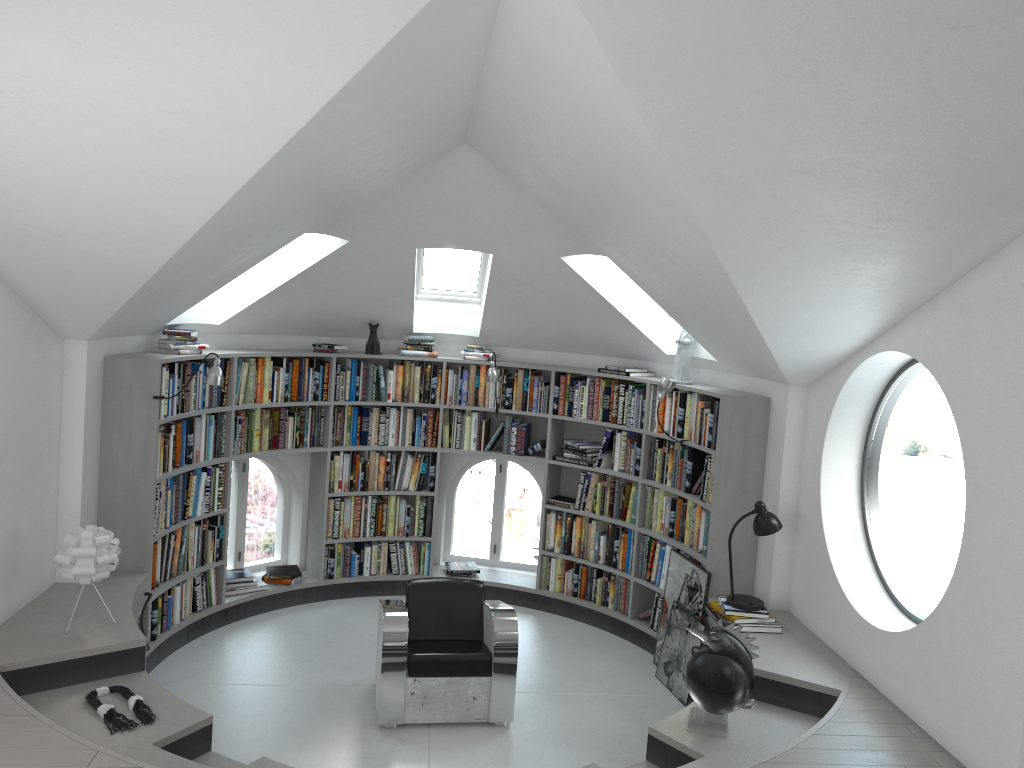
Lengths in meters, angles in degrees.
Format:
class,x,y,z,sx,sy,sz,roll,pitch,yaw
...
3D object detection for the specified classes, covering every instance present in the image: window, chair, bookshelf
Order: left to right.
class,x,y,z,sx,sy,sz,roll,pitch,yaw
window,-1.187,1.093,7.680,3.229,1.149,0.618,2,4,-20
bookshelf,-0.567,0.791,6.856,4.332,1.877,2.113,4,5,-6
chair,-0.435,1.679,5.647,0.823,0.718,0.743,3,5,-11
window,-0.442,-0.970,6.745,4.054,0.712,1.937,4,5,-6
window,2.283,0.565,4.758,0.104,1.467,1.474,4,5,-6

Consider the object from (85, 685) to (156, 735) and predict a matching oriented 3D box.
class,x,y,z,sx,sy,sz,roll,pitch,yaw
object,-1.857,1.529,4.194,0.218,0.082,0.474,-1,7,-43

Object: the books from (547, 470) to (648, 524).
class,x,y,z,sx,sy,sz,roll,pitch,yaw
books,0.759,0.890,7.245,0.975,0.351,0.252,8,6,37

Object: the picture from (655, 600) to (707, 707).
class,x,y,z,sx,sy,sz,roll,pitch,yaw
picture,1.149,1.834,6.061,0.107,0.554,0.490,3,5,-15

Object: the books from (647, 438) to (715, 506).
class,x,y,z,sx,sy,sz,roll,pitch,yaw
books,1.342,0.620,6.479,0.279,0.357,1.055,3,5,-20

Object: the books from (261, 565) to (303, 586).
class,x,y,z,sx,sy,sz,roll,pitch,yaw
books,-1.867,1.561,7.232,0.318,0.099,0.292,4,5,-4

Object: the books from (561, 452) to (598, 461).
class,x,y,z,sx,sy,sz,roll,pitch,yaw
books,0.602,0.597,7.440,0.286,0.031,0.269,7,6,29

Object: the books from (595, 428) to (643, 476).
class,x,y,z,sx,sy,sz,roll,pitch,yaw
books,0.958,0.533,7.123,0.554,0.350,0.256,8,6,41

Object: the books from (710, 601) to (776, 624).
class,x,y,z,sx,sy,sz,roll,pitch,yaw
books,1.436,1.423,5.529,0.286,0.034,0.305,3,6,-16

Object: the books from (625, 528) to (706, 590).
class,x,y,z,sx,sy,sz,roll,pitch,yaw
books,1.257,1.374,6.582,0.303,0.358,1.187,2,6,-25

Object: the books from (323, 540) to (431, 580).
class,x,y,z,sx,sy,sz,roll,pitch,yaw
books,-1.173,1.472,7.615,1.018,0.306,0.288,2,5,-21

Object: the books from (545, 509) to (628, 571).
class,x,y,z,sx,sy,sz,roll,pitch,yaw
books,0.671,1.260,7.329,0.873,0.350,0.272,8,6,36

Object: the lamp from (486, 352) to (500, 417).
class,x,y,z,sx,sy,sz,roll,pitch,yaw
lamp,-0.157,0.007,7.359,0.113,0.565,0.358,4,4,1

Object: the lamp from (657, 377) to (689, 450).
class,x,y,z,sx,sy,sz,roll,pitch,yaw
lamp,1.172,0.215,6.364,0.275,0.524,0.112,3,4,-15

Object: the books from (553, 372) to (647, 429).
class,x,y,z,sx,sy,sz,roll,pitch,yaw
books,0.769,0.118,7.247,0.971,0.367,0.306,8,6,38

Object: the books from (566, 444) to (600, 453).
class,x,y,z,sx,sy,sz,roll,pitch,yaw
books,0.606,0.535,7.436,0.227,0.036,0.213,9,7,44

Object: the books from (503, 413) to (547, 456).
class,x,y,z,sx,sy,sz,roll,pitch,yaw
books,0.148,0.437,7.578,0.399,0.340,0.224,5,4,14

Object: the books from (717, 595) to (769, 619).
class,x,y,z,sx,sy,sz,roll,pitch,yaw
books,1.439,1.390,5.527,0.269,0.031,0.286,4,5,4

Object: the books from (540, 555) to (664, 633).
class,x,y,z,sx,sy,sz,roll,pitch,yaw
books,0.831,1.657,7.136,0.359,0.310,1.500,0,7,-43

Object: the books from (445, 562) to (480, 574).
class,x,y,z,sx,sy,sz,roll,pitch,yaw
books,-0.437,1.613,7.782,0.268,0.029,0.253,3,6,-15

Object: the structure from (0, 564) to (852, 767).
class,x,y,z,sx,sy,sz,roll,pitch,yaw
structure,-0.494,1.690,5.535,4.718,0.692,4.710,8,7,39

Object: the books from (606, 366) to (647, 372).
class,x,y,z,sx,sy,sz,roll,pitch,yaw
books,0.929,-0.122,7.193,0.233,0.027,0.248,1,6,-33

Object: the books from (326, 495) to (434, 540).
class,x,y,z,sx,sy,sz,roll,pitch,yaw
books,-1.133,1.111,7.602,1.031,0.357,0.293,2,5,-21

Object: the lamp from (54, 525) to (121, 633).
class,x,y,z,sx,sy,sz,roll,pitch,yaw
lamp,-2.270,1.028,4.741,0.305,0.524,0.306,3,4,-17

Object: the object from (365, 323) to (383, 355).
class,x,y,z,sx,sy,sz,roll,pitch,yaw
object,-1.153,-0.381,7.451,0.147,0.264,0.202,3,4,-9

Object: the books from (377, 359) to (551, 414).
class,x,y,z,sx,sy,sz,roll,pitch,yaw
books,-0.401,0.002,7.605,1.565,0.366,0.394,4,5,0

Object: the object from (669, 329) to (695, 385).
class,x,y,z,sx,sy,sz,roll,pitch,yaw
object,1.285,-0.237,6.650,0.179,0.472,0.179,4,4,3

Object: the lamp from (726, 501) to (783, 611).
class,x,y,z,sx,sy,sz,roll,pitch,yaw
lamp,1.499,1.051,5.503,0.323,0.659,0.234,5,4,10

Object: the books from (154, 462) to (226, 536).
class,x,y,z,sx,sy,sz,roll,pitch,yaw
books,-2.334,0.774,6.129,0.261,0.358,1.021,5,5,11

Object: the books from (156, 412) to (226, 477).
class,x,y,z,sx,sy,sz,roll,pitch,yaw
books,-2.344,0.394,6.138,0.303,0.347,1.090,5,5,10

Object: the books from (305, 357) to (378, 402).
class,x,y,z,sx,sy,sz,roll,pitch,yaw
books,-1.450,-0.040,7.378,0.682,0.345,0.265,1,5,-29

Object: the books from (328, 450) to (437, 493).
class,x,y,z,sx,sy,sz,roll,pitch,yaw
books,-1.117,0.726,7.571,0.997,0.351,0.298,2,5,-22

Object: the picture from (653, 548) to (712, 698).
class,x,y,z,sx,sy,sz,roll,pitch,yaw
picture,1.188,1.660,6.232,0.090,0.861,0.580,3,4,-16

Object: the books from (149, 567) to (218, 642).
class,x,y,z,sx,sy,sz,roll,pitch,yaw
books,-2.409,1.507,6.242,0.283,0.319,0.920,5,5,13

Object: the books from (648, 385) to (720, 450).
class,x,y,z,sx,sy,sz,roll,pitch,yaw
books,1.366,0.237,6.465,0.292,0.361,1.016,2,5,-23

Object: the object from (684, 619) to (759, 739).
class,x,y,z,sx,sy,sz,roll,pitch,yaw
object,1.030,1.449,4.418,0.320,0.561,0.321,1,5,-33

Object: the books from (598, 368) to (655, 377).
class,x,y,z,sx,sy,sz,roll,pitch,yaw
books,0.926,-0.094,7.195,0.316,0.036,0.337,-1,7,-43

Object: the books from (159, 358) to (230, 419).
class,x,y,z,sx,sy,sz,roll,pitch,yaw
books,-2.307,0.011,6.093,0.300,0.360,1.034,5,5,10

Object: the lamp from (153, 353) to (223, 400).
class,x,y,z,sx,sy,sz,roll,pitch,yaw
lamp,-2.055,-0.054,5.656,0.413,0.311,0.117,3,4,-9

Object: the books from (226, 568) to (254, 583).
class,x,y,z,sx,sy,sz,roll,pitch,yaw
books,-2.181,1.518,7.025,0.213,0.036,0.227,1,6,-29

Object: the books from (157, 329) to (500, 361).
class,x,y,z,sx,sy,sz,roll,pitch,yaw
books,-1.403,-0.320,7.072,2.813,0.173,0.749,0,6,-35

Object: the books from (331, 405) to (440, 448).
class,x,y,z,sx,sy,sz,roll,pitch,yaw
books,-1.105,0.345,7.586,1.027,0.358,0.301,2,5,-20

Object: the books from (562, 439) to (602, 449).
class,x,y,z,sx,sy,sz,roll,pitch,yaw
books,0.608,0.504,7.434,0.269,0.031,0.286,2,6,-26

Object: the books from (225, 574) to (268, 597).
class,x,y,z,sx,sy,sz,roll,pitch,yaw
books,-2.186,1.583,7.029,0.365,0.042,0.389,0,7,-39

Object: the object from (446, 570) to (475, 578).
class,x,y,z,sx,sy,sz,roll,pitch,yaw
object,-0.439,1.643,7.784,0.226,0.036,0.214,5,5,11

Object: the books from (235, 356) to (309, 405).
class,x,y,z,sx,sy,sz,roll,pitch,yaw
books,-1.950,-0.044,6.915,0.269,0.372,0.793,7,6,38

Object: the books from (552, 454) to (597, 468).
class,x,y,z,sx,sy,sz,roll,pitch,yaw
books,0.599,0.630,7.442,0.388,0.042,0.366,8,6,34

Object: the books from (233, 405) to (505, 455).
class,x,y,z,sx,sy,sz,roll,pitch,yaw
books,-1.229,0.365,7.342,2.527,0.370,0.592,2,5,-25

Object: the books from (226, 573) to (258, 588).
class,x,y,z,sx,sy,sz,roll,pitch,yaw
books,-2.183,1.549,7.027,0.269,0.031,0.286,1,6,-29

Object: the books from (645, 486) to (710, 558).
class,x,y,z,sx,sy,sz,roll,pitch,yaw
books,1.323,1.003,6.500,0.275,0.347,1.023,2,5,-20

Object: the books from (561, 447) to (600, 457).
class,x,y,z,sx,sy,sz,roll,pitch,yaw
books,0.604,0.566,7.438,0.286,0.031,0.269,9,7,44

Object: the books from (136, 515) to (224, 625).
class,x,y,z,sx,sy,sz,roll,pitch,yaw
books,-2.412,1.346,5.904,0.391,0.694,1.644,4,5,4

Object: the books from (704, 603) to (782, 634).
class,x,y,z,sx,sy,sz,roll,pitch,yaw
books,1.434,1.459,5.532,0.365,0.042,0.389,4,5,-6
